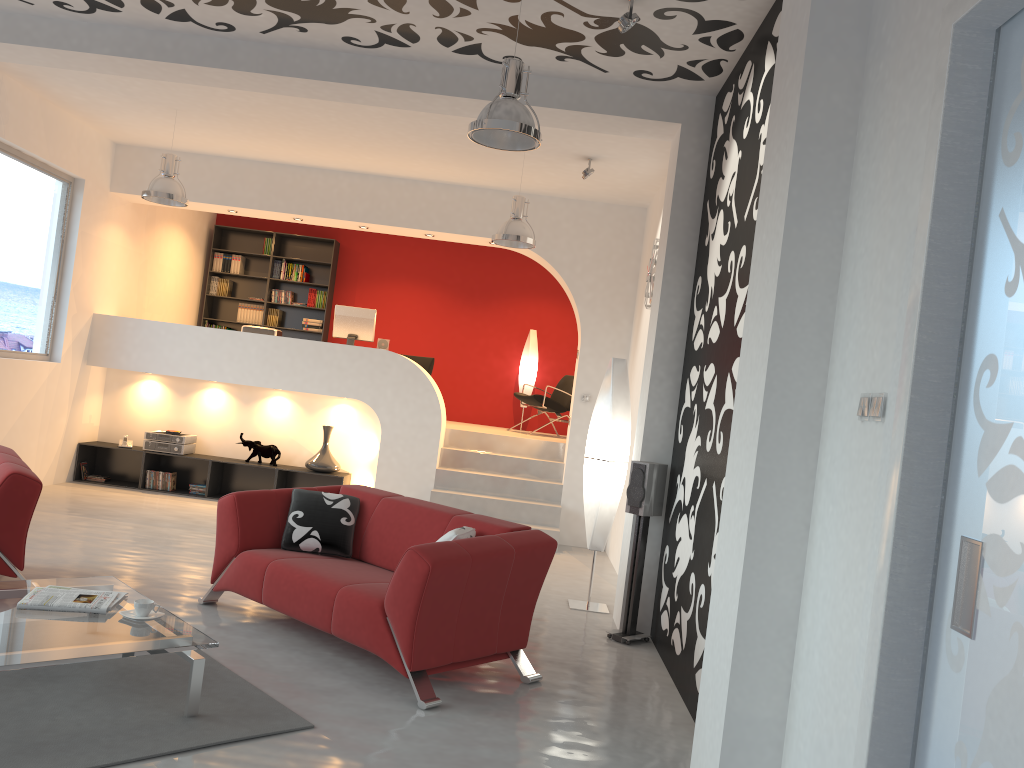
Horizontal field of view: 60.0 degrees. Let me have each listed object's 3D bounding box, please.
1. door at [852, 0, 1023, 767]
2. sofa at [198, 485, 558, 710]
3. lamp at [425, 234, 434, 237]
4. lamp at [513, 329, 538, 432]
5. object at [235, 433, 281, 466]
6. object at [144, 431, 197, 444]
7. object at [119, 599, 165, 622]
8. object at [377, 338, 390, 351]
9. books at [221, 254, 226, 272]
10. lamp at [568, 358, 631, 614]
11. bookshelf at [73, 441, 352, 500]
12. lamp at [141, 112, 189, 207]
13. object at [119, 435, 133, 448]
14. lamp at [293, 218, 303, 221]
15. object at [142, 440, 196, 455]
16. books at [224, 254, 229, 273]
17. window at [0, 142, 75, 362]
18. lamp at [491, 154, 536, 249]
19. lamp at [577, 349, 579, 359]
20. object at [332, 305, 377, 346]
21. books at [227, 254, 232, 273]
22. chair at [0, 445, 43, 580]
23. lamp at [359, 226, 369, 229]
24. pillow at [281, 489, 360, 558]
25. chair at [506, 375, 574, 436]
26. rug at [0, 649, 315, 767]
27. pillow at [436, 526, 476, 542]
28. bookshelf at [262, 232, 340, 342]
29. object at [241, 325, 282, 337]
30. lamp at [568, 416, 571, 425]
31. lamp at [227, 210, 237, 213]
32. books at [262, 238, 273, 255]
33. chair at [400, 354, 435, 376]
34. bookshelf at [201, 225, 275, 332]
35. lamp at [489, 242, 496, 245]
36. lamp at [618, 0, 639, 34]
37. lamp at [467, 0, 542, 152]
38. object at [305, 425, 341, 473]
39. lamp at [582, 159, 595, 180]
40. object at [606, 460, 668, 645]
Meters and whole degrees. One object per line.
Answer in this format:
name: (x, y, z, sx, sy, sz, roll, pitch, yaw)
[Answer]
door: (1.067, 0.282, 1.491, 0.240, 2.550, 1.600, 7, -1, 1)
sofa: (-0.771, 1.022, 4.831, 1.929, 0.738, 0.951, 6, -1, 41)
lamp: (-0.865, -1.559, 9.313, 0.105, 0.011, 0.105, 7, -1, -10)
lamp: (0.200, -0.050, 11.815, 0.237, 1.349, 0.237, 7, -1, 9)
object: (-2.655, 0.686, 9.312, 0.507, 0.296, 0.191, 7, -1, 17)
object: (-3.582, 0.559, 9.311, 0.430, 0.077, 0.349, 7, -1, 1)
object: (-1.549, 0.947, 3.723, 0.153, 0.069, 0.153, 7, -1, 28)
object: (-1.419, -0.420, 9.756, 0.133, 0.147, 0.151, 7, -1, -15)
books: (-3.866, -1.619, 11.992, 0.040, 0.260, 0.200, 7, -1, 1)
lamp: (0.652, 0.702, 6.320, 0.313, 1.779, 0.313, 7, -1, 9)
bookshelf: (-3.110, 0.977, 9.290, 2.764, 0.397, 0.405, 7, -1, 1)
lamp: (-2.924, -1.958, 7.600, 0.379, 0.800, 0.379, 8, -1, -28)
object: (-4.016, 0.594, 9.231, 0.130, 0.117, 0.146, 8, -1, -23)
lamp: (-2.254, -1.733, 9.341, 0.105, 0.011, 0.105, 7, -1, -10)
object: (-3.594, 0.656, 9.302, 0.430, 0.100, 0.365, 7, -1, 1)
books: (-3.826, -1.614, 11.991, 0.040, 0.260, 0.200, 7, -1, 1)
window: (-4.433, -1.138, 7.417, 0.100, 1.800, 2.400, 7, -1, 1)
lamp: (0.061, -1.584, 7.540, 0.379, 0.800, 0.379, 8, -1, -28)
lamp: (0.686, -0.311, 9.262, 0.011, 0.105, 0.105, 7, -1, 1)
object: (-1.728, -0.614, 9.715, 0.458, 0.452, 0.230, 7, -1, 1)
books: (-3.786, -1.609, 11.990, 0.040, 0.260, 0.200, 7, -1, 1)
chair: (-3.313, 0.702, 4.829, 1.288, 0.738, 0.951, 8, -1, -39)
lamp: (-1.559, -1.646, 9.327, 0.105, 0.011, 0.105, 7, -1, -10)
pillow: (-1.106, 0.807, 5.156, 0.402, 0.343, 0.288, 7, -1, -6)
chair: (0.449, 0.245, 11.022, 0.768, 0.795, 0.664, 8, -1, -24)
rug: (-1.977, 1.215, 3.557, 1.700, 0.025, 1.700, 8, -1, -44)
pillow: (-0.363, 0.889, 4.496, 0.288, 0.343, 0.402, 7, -1, 9)
bookshelf: (-2.888, -0.872, 11.927, 0.816, 2.213, 0.305, 7, -1, 1)
object: (-2.743, -0.512, 9.811, 0.397, 0.217, 0.458, 7, -1, 1)
lamp: (0.598, 0.383, 9.250, 0.011, 0.105, 0.105, 7, -1, 1)
lamp: (-2.948, -1.820, 9.355, 0.105, 0.011, 0.105, 7, -1, -10)
books: (-3.267, -1.836, 11.997, 0.146, 0.240, 0.170, 7, -1, 1)
chair: (-1.426, 0.009, 11.001, 0.664, 0.795, 0.768, 7, -1, 21)
bookshelf: (-3.698, -0.974, 11.944, 0.816, 2.213, 0.305, 7, -1, 1)
lamp: (-0.190, -1.474, 9.300, 0.105, 0.011, 0.105, 7, -1, -10)
lamp: (0.598, -1.879, 4.525, 0.112, 0.176, 0.118, 6, -1, 43)
lamp: (0.009, -1.643, 4.541, 0.379, 0.800, 0.379, 7, -1, -6)
object: (-1.954, 0.680, 9.276, 0.369, 0.481, 0.369, 8, -1, -34)
lamp: (0.651, -1.820, 7.524, 0.112, 0.176, 0.118, 6, -1, 43)
object: (0.791, 1.042, 5.528, 0.229, 1.112, 0.214, 8, -1, -44)
